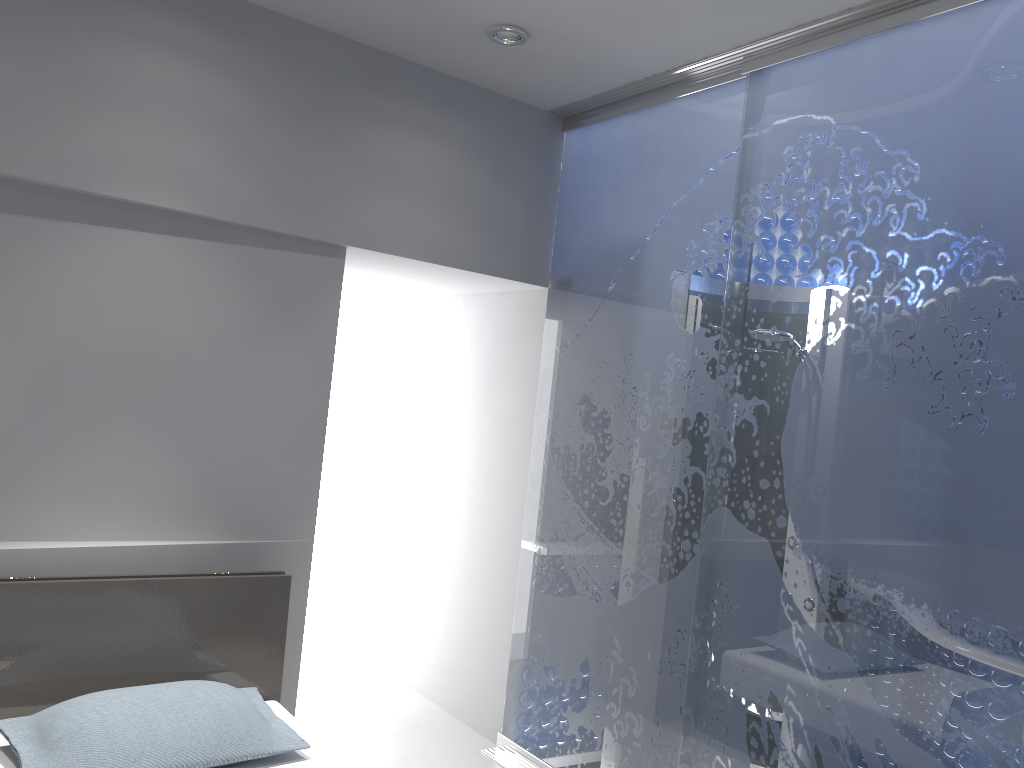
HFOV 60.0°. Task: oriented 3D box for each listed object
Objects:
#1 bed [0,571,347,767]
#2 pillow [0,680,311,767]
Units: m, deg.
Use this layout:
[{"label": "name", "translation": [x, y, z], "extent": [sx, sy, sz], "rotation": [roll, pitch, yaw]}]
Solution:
[{"label": "bed", "translation": [-0.615, 1.018, 1.814], "extent": [1.411, 0.752, 2.319], "rotation": [7, -1, -35]}, {"label": "pillow", "translation": [-0.967, 0.938, 2.439], "extent": [0.746, 0.173, 0.417], "rotation": [7, -2, -40]}]
